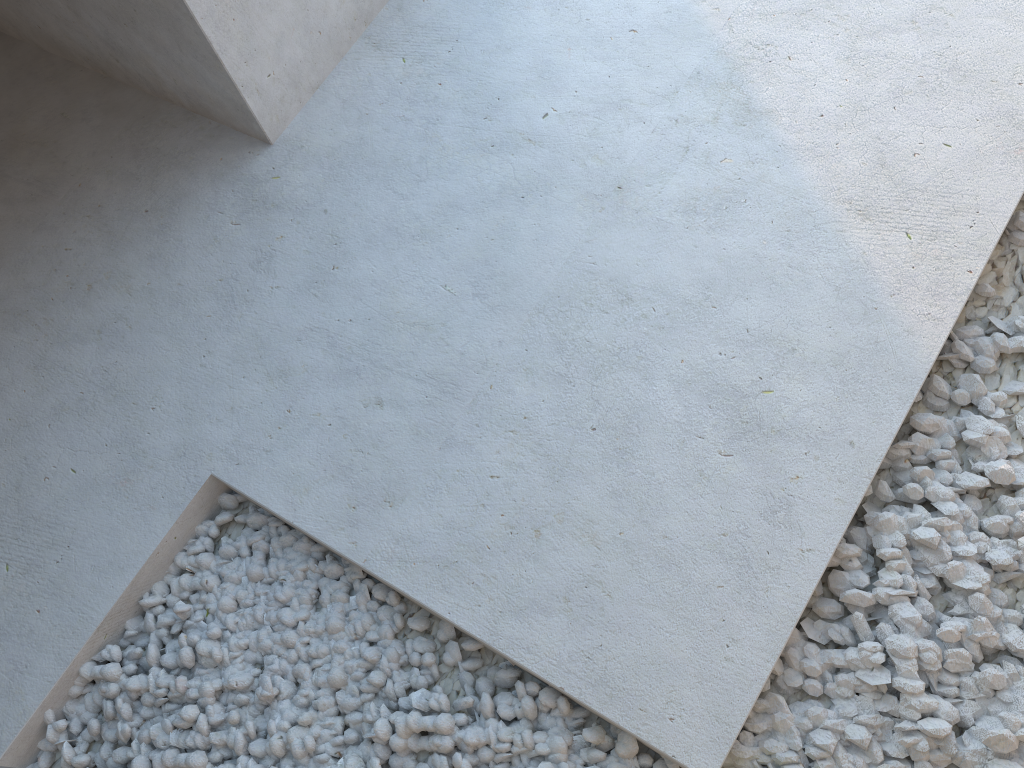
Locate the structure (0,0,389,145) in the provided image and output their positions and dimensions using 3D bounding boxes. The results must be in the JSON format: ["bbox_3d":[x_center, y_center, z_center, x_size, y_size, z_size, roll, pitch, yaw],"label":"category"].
[{"bbox_3d":[-2.685,0.101,0.116,1.141,4.085,6.424,28,74,23],"label":"structure"}]
